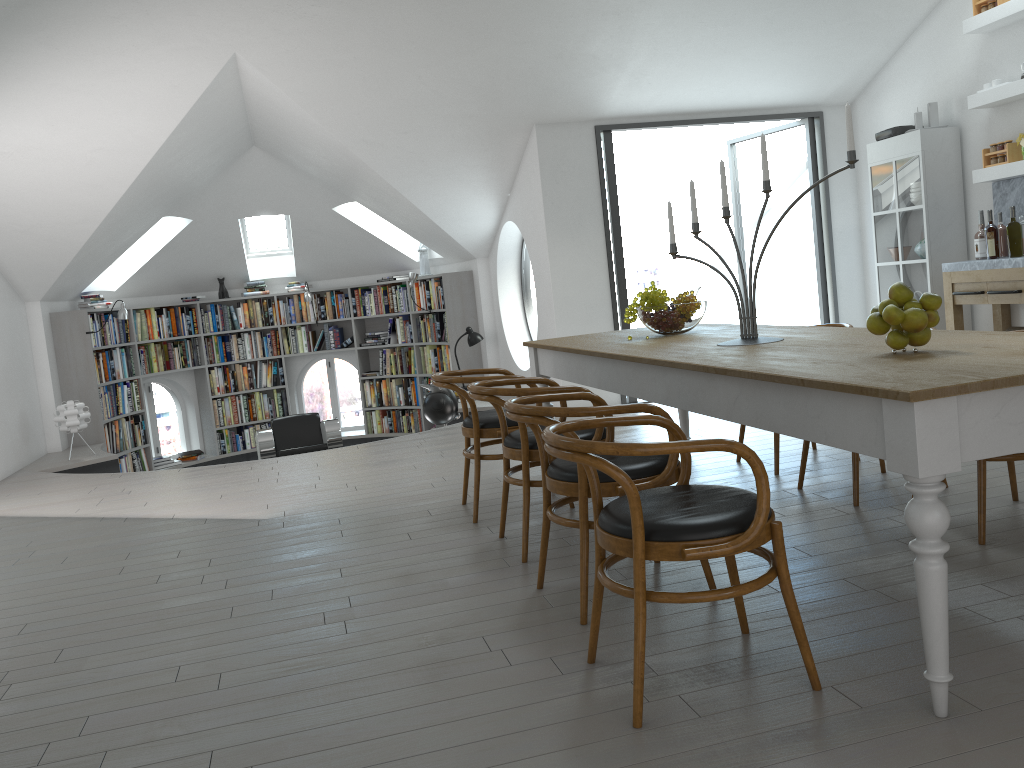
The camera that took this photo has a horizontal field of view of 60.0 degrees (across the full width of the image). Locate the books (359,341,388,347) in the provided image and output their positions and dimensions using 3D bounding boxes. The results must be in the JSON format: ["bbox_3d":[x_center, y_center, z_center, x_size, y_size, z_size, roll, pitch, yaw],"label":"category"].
[{"bbox_3d":[-1.658,-0.518,11.175,0.387,0.042,0.367,-3,7,26],"label":"books"}]

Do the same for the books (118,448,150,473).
[{"bbox_3d":[-4.257,0.914,9.585,0.282,0.319,0.921,-6,6,5],"label":"books"}]

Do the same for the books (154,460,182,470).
[{"bbox_3d":[-4.134,0.948,10.398,0.388,0.042,0.366,0,8,43],"label":"books"}]

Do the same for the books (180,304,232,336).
[{"bbox_3d":[-3.766,-0.786,10.807,0.684,0.345,0.265,-10,7,-37],"label":"books"}]

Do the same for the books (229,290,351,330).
[{"bbox_3d":[-2.769,-0.944,11.181,1.566,0.366,0.394,-7,5,-8],"label":"books"}]

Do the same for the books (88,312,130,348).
[{"bbox_3d":[-4.414,-0.574,9.415,0.300,0.360,1.035,-6,6,3],"label":"books"}]

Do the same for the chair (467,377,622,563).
[{"bbox_3d":[0.151,0.329,3.850,0.622,0.733,0.528,-7,5,-14],"label":"chair"}]

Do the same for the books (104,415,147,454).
[{"bbox_3d":[-4.244,0.755,9.246,0.391,0.694,1.644,-6,6,-4],"label":"books"}]

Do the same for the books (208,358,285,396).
[{"bbox_3d":[-3.328,-0.096,11.064,0.999,0.351,0.297,-10,6,-30],"label":"books"}]

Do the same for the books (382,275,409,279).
[{"bbox_3d":[-1.443,-1.320,10.957,0.234,0.027,0.247,-11,8,-41],"label":"books"}]

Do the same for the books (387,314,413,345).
[{"bbox_3d":[-1.284,-0.682,10.907,0.553,0.350,0.256,-2,6,33],"label":"books"}]

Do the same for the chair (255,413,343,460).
[{"bbox_3d":[-2.225,0.705,9.277,0.824,0.718,0.742,-8,6,-19],"label":"chair"}]

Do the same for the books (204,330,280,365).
[{"bbox_3d":[-3.388,-0.473,11.072,1.030,0.358,0.301,-9,6,-28],"label":"books"}]

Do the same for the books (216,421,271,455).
[{"bbox_3d":[-3.250,0.647,11.118,1.021,0.306,0.288,-9,6,-29],"label":"books"}]

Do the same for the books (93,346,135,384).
[{"bbox_3d":[-4.385,-0.191,9.463,0.303,0.347,1.091,-6,6,2],"label":"books"}]

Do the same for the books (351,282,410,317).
[{"bbox_3d":[-1.562,-1.053,10.993,0.968,0.366,0.307,-3,6,30],"label":"books"}]

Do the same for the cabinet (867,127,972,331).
[{"bbox_3d":[3.299,-1.003,7.177,0.361,1.985,0.643,-7,5,-14],"label":"cabinet"}]

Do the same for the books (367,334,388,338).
[{"bbox_3d":[-1.669,-0.612,11.168,0.226,0.036,0.214,-2,8,36],"label":"books"}]

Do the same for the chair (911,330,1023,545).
[{"bbox_3d":[1.947,0.176,3.493,0.622,0.733,0.528,-7,5,-10],"label":"chair"}]

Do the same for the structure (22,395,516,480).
[{"bbox_3d":[-2.265,0.728,9.159,4.706,0.691,4.725,-2,7,31],"label":"structure"}]

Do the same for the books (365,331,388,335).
[{"bbox_3d":[-1.672,-0.644,11.166,0.270,0.031,0.286,-10,7,-33],"label":"books"}]

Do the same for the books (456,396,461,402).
[{"bbox_3d":[-0.432,0.134,9.421,0.366,0.042,0.388,-8,6,-14],"label":"books"}]

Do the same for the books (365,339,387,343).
[{"bbox_3d":[-1.662,-0.551,11.173,0.285,0.031,0.270,-4,7,21],"label":"books"}]

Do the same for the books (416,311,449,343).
[{"bbox_3d":[-0.806,-0.671,10.325,0.280,0.357,1.053,-9,7,-28],"label":"books"}]

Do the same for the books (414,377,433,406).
[{"bbox_3d":[-0.764,0.086,10.435,0.304,0.358,1.184,-9,7,-32],"label":"books"}]

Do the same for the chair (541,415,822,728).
[{"bbox_3d":[0.424,0.454,2.426,0.622,0.733,0.528,-7,5,-11],"label":"chair"}]

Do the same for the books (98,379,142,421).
[{"bbox_3d":[-4.304,0.180,9.465,0.260,0.358,1.022,-6,6,3],"label":"books"}]

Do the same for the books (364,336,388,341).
[{"bbox_3d":[-1.665,-0.581,11.171,0.285,0.031,0.270,-2,8,36],"label":"books"}]

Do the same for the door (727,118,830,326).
[{"bbox_3d":[2.572,-1.270,8.563,0.080,2.341,1.052,-9,5,-28],"label":"door"}]

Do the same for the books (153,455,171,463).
[{"bbox_3d":[-4.141,0.883,10.393,0.214,0.036,0.226,-11,8,-37],"label":"books"}]

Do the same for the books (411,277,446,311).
[{"bbox_3d":[-0.851,-1.052,10.306,0.293,0.361,1.014,-9,7,-31],"label":"books"}]

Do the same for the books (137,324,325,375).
[{"bbox_3d":[-3.471,-0.430,10.812,2.534,0.370,0.591,-10,7,-33],"label":"books"}]

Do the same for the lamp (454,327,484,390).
[{"bbox_3d":[-0.440,-0.279,9.391,0.322,0.659,0.234,-6,5,2],"label":"lamp"}]

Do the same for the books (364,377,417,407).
[{"bbox_3d":[-1.457,0.087,11.088,0.871,0.350,0.273,-3,6,28],"label":"books"}]

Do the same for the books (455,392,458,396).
[{"bbox_3d":[-0.436,0.098,9.418,0.287,0.034,0.305,-9,7,-24],"label":"books"}]

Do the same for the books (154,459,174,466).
[{"bbox_3d":[-4.138,0.914,10.396,0.270,0.031,0.286,-11,8,-37],"label":"books"}]

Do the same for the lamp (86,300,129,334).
[{"bbox_3d":[-4.121,-0.687,9.016,0.414,0.311,0.117,-8,5,-17],"label":"lamp"}]

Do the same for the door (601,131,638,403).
[{"bbox_3d":[0.808,-1.038,8.154,0.080,2.341,1.053,-7,5,-14],"label":"door"}]

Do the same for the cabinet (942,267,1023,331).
[{"bbox_3d":[4.451,-0.125,3.567,1.004,1.019,6.440,-7,6,-14],"label":"cabinet"}]

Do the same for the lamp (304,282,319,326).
[{"bbox_3d":[-2.498,-0.986,10.971,0.113,0.565,0.358,-7,5,-7],"label":"lamp"}]

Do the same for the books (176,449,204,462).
[{"bbox_3d":[-3.857,0.865,10.643,0.318,0.099,0.292,-7,6,-12],"label":"books"}]

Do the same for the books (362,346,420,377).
[{"bbox_3d":[-1.428,-0.293,11.009,0.973,0.351,0.252,-3,6,29],"label":"books"}]

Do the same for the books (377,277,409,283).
[{"bbox_3d":[-1.440,-1.292,10.959,0.336,0.036,0.317,-1,8,39],"label":"books"}]

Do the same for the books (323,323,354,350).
[{"bbox_3d":[-2.152,-0.621,11.241,0.399,0.340,0.225,-5,5,6],"label":"books"}]

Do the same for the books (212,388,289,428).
[{"bbox_3d":[-3.276,0.285,11.102,1.033,0.356,0.293,-9,6,-29],"label":"books"}]

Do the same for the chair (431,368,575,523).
[{"bbox_3d":[-0.066,0.277,4.545,0.622,0.733,0.528,-7,5,-10],"label":"chair"}]

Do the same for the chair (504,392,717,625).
[{"bbox_3d":[0.314,0.388,3.142,0.622,0.733,0.528,-8,5,-18],"label":"chair"}]

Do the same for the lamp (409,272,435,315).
[{"bbox_3d":[-1.031,-1.036,10.177,0.275,0.524,0.112,-8,5,-23],"label":"lamp"}]

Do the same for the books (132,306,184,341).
[{"bbox_3d":[-4.189,-0.695,10.278,0.269,0.372,0.795,-3,6,30],"label":"books"}]

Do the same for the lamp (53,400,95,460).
[{"bbox_3d":[-4.005,0.414,8.106,0.306,0.524,0.306,-8,5,-25],"label":"lamp"}]

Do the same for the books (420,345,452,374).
[{"bbox_3d":[-0.757,-0.291,10.353,0.276,0.347,1.021,-9,7,-28],"label":"books"}]

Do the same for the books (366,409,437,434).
[{"bbox_3d":[-1.202,0.445,10.930,1.496,0.310,0.361,-1,7,38],"label":"books"}]

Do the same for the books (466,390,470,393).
[{"bbox_3d":[-0.439,0.066,9.415,0.269,0.031,0.286,-6,6,-4],"label":"books"}]

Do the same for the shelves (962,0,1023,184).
[{"bbox_3d":[4.409,-1.796,3.921,0.480,1.358,5.557,-8,6,-19],"label":"shelves"}]

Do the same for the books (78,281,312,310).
[{"bbox_3d":[-3.730,-1.070,10.504,2.822,0.173,0.747,-12,8,-43],"label":"books"}]

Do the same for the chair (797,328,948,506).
[{"bbox_3d":[1.711,0.126,4.183,0.622,0.733,0.528,-8,5,-17],"label":"chair"}]
